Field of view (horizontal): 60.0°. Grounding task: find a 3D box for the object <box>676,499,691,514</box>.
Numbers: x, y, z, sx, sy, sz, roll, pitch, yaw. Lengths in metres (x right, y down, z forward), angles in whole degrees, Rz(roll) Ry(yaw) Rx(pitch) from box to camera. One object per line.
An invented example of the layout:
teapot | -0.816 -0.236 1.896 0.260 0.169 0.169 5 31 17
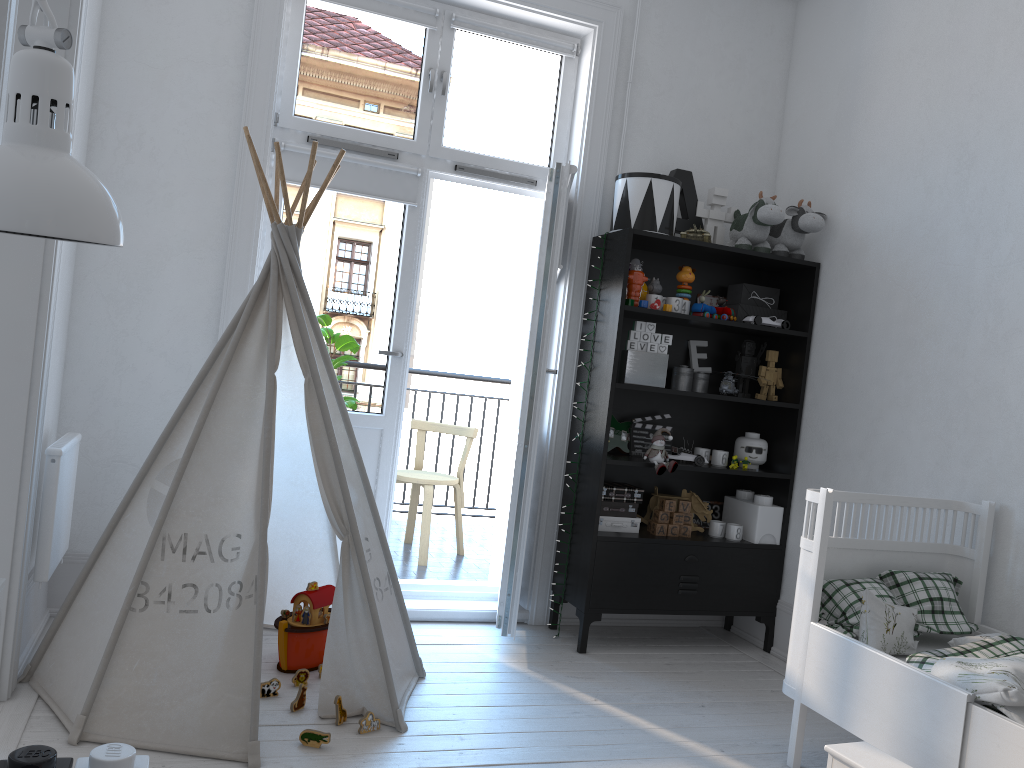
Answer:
object | 0.723 0.514 3.728 0.050 0.050 0.050 7 1 0

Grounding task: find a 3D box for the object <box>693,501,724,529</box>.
object | 0.817 0.584 3.987 0.347 0.120 0.034 6 1 -20

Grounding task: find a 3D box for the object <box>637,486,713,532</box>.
object | 0.707 0.545 3.851 0.337 0.186 0.111 7 1 -5

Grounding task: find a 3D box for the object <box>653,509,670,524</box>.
object | 0.624 0.553 3.702 0.050 0.050 0.050 6 1 -20

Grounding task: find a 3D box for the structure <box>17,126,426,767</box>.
structure | -0.766 0.075 2.782 1.143 1.750 1.142 6 1 -44

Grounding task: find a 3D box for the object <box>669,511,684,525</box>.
object | 0.684 0.560 3.702 0.050 0.050 0.050 6 1 -20

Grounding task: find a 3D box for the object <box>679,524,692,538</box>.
object | 0.726 0.614 3.721 0.050 0.050 0.050 7 1 10

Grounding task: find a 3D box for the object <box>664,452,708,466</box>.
object | 0.706 0.308 3.713 0.230 0.048 0.098 7 1 5

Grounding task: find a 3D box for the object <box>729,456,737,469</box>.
object | 0.933 0.330 3.730 0.031 0.054 0.042 7 1 30

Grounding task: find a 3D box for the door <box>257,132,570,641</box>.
door | -0.388 -0.001 3.478 1.264 1.839 0.636 6 1 -18

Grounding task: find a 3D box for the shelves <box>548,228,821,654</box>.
shelves | 0.731 0.265 3.775 0.911 1.678 0.353 6 1 -20

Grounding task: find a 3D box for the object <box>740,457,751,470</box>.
object | 0.994 0.336 3.777 0.042 0.054 0.031 7 1 25

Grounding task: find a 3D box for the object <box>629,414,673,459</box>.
object | 0.602 0.220 3.830 0.201 0.199 0.048 6 1 -20

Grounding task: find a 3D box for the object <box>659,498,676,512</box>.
object | 0.649 0.506 3.700 0.050 0.050 0.050 6 1 -20

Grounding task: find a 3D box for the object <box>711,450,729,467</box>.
object | 0.883 0.317 3.768 0.067 0.067 0.067 7 1 -6

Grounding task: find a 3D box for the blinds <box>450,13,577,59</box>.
blinds | 0.013 -1.480 3.772 0.565 0.060 0.032 6 1 -20

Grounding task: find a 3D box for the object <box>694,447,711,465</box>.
object | 0.811 0.309 3.792 0.067 0.067 0.067 7 1 -6

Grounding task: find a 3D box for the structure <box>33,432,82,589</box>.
structure | -1.473 0.400 2.887 0.075 0.460 0.635 6 1 -23

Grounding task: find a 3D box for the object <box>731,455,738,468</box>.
object | 0.955 0.332 3.795 0.042 0.054 0.031 6 1 -20

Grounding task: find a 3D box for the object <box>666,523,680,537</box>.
object | 0.664 0.607 3.698 0.050 0.050 0.050 6 1 -15

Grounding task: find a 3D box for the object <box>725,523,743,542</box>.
object | 0.942 0.630 3.762 0.067 0.067 0.067 7 1 -6

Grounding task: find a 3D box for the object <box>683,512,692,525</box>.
object | 0.725 0.564 3.746 0.050 0.050 0.050 6 1 -20

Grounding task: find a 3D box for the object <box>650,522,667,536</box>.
object | 0.609 0.601 3.678 0.050 0.050 0.050 6 1 -20

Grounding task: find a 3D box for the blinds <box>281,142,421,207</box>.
blinds | -0.649 -0.842 3.575 0.565 0.158 0.032 6 1 -20

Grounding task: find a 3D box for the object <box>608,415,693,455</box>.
object | 0.552 0.245 3.841 0.542 0.239 0.093 6 1 -19

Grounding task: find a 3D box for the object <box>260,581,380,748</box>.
object | -0.596 0.824 2.795 0.385 0.284 0.856 6 1 -28

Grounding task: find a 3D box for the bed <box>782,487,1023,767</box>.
bed | 1.372 0.782 2.178 0.670 0.833 1.403 6 1 -20

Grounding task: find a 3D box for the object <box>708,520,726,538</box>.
object | 0.878 0.622 3.796 0.067 0.067 0.067 7 1 -6

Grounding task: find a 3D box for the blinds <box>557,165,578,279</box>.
blinds | 0.209 -0.626 3.594 0.032 0.390 0.565 7 1 0

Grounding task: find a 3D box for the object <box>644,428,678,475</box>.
object | 0.602 0.270 3.549 0.110 0.186 0.129 6 1 -33

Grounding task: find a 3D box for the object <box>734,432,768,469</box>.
object | 1.044 0.293 3.878 0.139 0.162 0.139 6 1 -45

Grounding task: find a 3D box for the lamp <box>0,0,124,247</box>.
lamp | -0.585 -0.498 0.824 0.200 0.656 0.651 7 1 14

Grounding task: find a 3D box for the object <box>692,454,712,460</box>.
object | 0.870 0.330 3.931 0.163 0.034 0.069 6 1 -20

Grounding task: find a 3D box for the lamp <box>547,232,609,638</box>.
lamp | 0.686 0.255 3.826 0.985 1.684 0.095 6 1 -22

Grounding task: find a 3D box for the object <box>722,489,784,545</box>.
object | 1.050 0.575 3.882 0.132 0.199 0.267 6 1 -20

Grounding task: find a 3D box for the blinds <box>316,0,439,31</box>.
blinds | -0.569 -1.531 3.562 0.565 0.087 0.032 6 1 -20

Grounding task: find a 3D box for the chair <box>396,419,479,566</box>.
chair | -0.479 0.569 4.834 0.436 0.715 0.498 7 1 25

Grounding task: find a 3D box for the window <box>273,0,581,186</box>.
window | -0.319 -1.253 3.689 1.263 0.660 0.101 6 1 -20

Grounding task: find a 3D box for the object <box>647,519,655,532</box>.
object | 0.604 0.600 3.735 0.050 0.050 0.050 6 1 -20

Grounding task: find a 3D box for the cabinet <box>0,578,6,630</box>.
cabinet | -0.790 0.563 0.991 0.183 0.454 0.970 6 1 -20

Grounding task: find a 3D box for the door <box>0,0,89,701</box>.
door | -1.394 -0.209 2.220 0.505 2.177 1.464 6 1 -35
